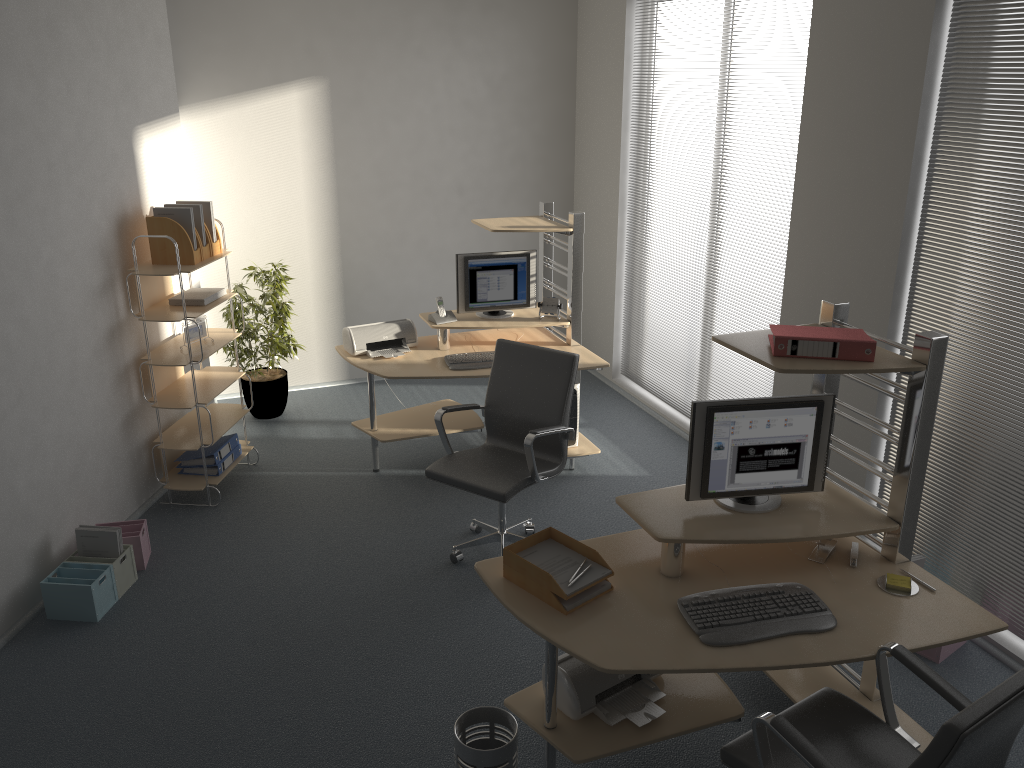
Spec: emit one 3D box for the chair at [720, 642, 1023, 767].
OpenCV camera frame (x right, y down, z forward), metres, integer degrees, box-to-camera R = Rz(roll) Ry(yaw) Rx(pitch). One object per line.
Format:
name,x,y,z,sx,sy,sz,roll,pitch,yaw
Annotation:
chair,0.984,1.107,2.454,0.584,1.048,0.652,-13,23,-32

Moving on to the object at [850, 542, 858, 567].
object,1.223,0.606,3.169,0.022,0.042,0.134,7,21,20

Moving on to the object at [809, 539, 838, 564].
object,1.128,0.581,3.207,0.054,0.064,0.159,14,24,34

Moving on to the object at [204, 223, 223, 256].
object,-1.814,-0.875,5.088,0.243,0.259,0.113,3,20,9

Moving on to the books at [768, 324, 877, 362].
books,1.060,-0.158,3.056,0.320,0.072,0.262,4,20,11

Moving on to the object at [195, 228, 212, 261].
object,-1.834,-0.833,4.973,0.243,0.259,0.113,2,20,7

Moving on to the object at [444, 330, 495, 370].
object,-0.222,-0.213,5.566,0.478,0.082,0.814,-5,20,-12

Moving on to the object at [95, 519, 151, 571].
object,-1.994,0.833,4.518,0.245,0.202,0.185,-4,20,-11

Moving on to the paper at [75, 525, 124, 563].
paper,-1.988,0.838,4.294,0.220,0.306,0.068,2,20,6

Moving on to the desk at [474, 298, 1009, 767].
desk,0.715,0.650,2.963,1.469,1.566,0.967,-7,21,-19

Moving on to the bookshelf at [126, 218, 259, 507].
bookshelf,-1.837,-0.129,5.162,0.381,1.572,0.724,2,20,6

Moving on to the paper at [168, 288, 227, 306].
paper,-1.813,-0.506,5.126,0.213,0.046,0.297,2,20,6

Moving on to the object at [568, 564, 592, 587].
object,0.224,0.633,2.929,0.008,0.009,0.159,12,23,31

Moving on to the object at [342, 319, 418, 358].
object,-0.785,-0.278,5.476,0.438,0.162,0.351,-11,22,-27

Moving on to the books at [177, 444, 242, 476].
books,-1.824,0.449,5.353,0.262,0.072,0.320,2,20,7

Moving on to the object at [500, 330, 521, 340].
object,0.086,-0.266,5.704,0.168,0.088,0.742,-7,21,-17

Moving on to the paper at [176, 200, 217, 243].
paper,-1.812,-0.900,5.101,0.213,0.297,0.045,3,20,9

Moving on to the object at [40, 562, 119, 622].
object,-2.009,0.971,4.131,0.245,0.202,0.185,2,20,6

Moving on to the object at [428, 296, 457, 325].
object,-0.439,-0.468,5.552,0.150,0.151,0.119,-13,23,-32

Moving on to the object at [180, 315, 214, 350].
object,-1.816,-0.296,5.091,0.077,0.161,0.192,9,22,24

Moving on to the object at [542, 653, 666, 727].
object,0.379,1.036,3.129,0.438,0.162,0.351,-14,24,-34

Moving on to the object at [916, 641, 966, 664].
object,1.850,1.055,3.877,0.245,0.202,0.185,-15,25,-36

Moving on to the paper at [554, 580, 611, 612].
paper,0.157,0.664,3.022,0.210,0.019,0.297,-17,26,-39

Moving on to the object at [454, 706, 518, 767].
object,-0.084,1.296,2.950,0.208,0.377,0.208,8,21,22

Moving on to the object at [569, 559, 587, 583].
object,0.219,0.623,2.957,0.008,0.009,0.159,9,21,23

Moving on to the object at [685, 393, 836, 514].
object,0.879,0.225,3.208,0.516,0.418,0.245,0,20,1

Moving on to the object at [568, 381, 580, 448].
object,0.249,0.141,5.678,0.199,0.422,0.471,-7,21,-19

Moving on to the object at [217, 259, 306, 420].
object,-1.762,-0.312,6.318,0.544,1.147,0.644,3,20,8

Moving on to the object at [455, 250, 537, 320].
object,-0.101,-0.645,5.651,0.516,0.418,0.245,-2,20,-5

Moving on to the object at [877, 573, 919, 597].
object,1.309,0.673,3.004,0.132,0.026,0.132,-7,21,-19

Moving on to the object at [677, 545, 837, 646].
object,0.722,0.665,3.105,0.478,0.082,0.814,-5,20,-12

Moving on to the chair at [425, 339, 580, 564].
chair,-0.044,0.384,4.482,0.584,1.048,0.652,13,24,33

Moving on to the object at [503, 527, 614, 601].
object,0.156,0.599,3.000,0.225,0.060,0.309,-17,26,-39

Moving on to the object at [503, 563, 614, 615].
object,0.156,0.652,3.019,0.225,0.060,0.309,-17,26,-39

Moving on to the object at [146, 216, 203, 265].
object,-1.846,-0.792,4.856,0.243,0.259,0.113,1,20,4

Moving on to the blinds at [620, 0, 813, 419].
blinds,1.218,-1.075,5.732,0.037,2.749,1.950,-7,21,-19

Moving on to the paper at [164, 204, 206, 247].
paper,-1.833,-0.859,4.985,0.213,0.297,0.045,2,20,7

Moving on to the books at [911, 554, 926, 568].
books,1.750,0.926,4.030,0.220,0.306,0.068,-7,21,-19

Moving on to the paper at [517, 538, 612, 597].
paper,0.156,0.616,3.005,0.210,0.010,0.297,-17,26,-39

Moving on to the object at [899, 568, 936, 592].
object,1.386,0.669,3.037,0.011,0.011,0.158,-8,21,-22

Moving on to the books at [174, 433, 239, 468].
books,-1.834,0.397,5.336,0.263,0.100,0.320,2,20,7

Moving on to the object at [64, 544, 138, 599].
object,-1.990,0.909,4.304,0.245,0.202,0.185,2,20,6

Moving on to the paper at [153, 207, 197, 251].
paper,-1.846,-0.817,4.869,0.213,0.297,0.045,1,20,4

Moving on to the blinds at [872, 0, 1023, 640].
blinds,2.208,-0.195,3.263,0.022,2.770,1.950,-7,21,-19

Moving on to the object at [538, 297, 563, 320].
object,0.242,-0.478,5.598,0.154,0.135,0.093,5,20,15

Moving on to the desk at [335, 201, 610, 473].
desk,-0.271,-0.228,5.426,1.469,1.566,0.967,-7,21,-19
